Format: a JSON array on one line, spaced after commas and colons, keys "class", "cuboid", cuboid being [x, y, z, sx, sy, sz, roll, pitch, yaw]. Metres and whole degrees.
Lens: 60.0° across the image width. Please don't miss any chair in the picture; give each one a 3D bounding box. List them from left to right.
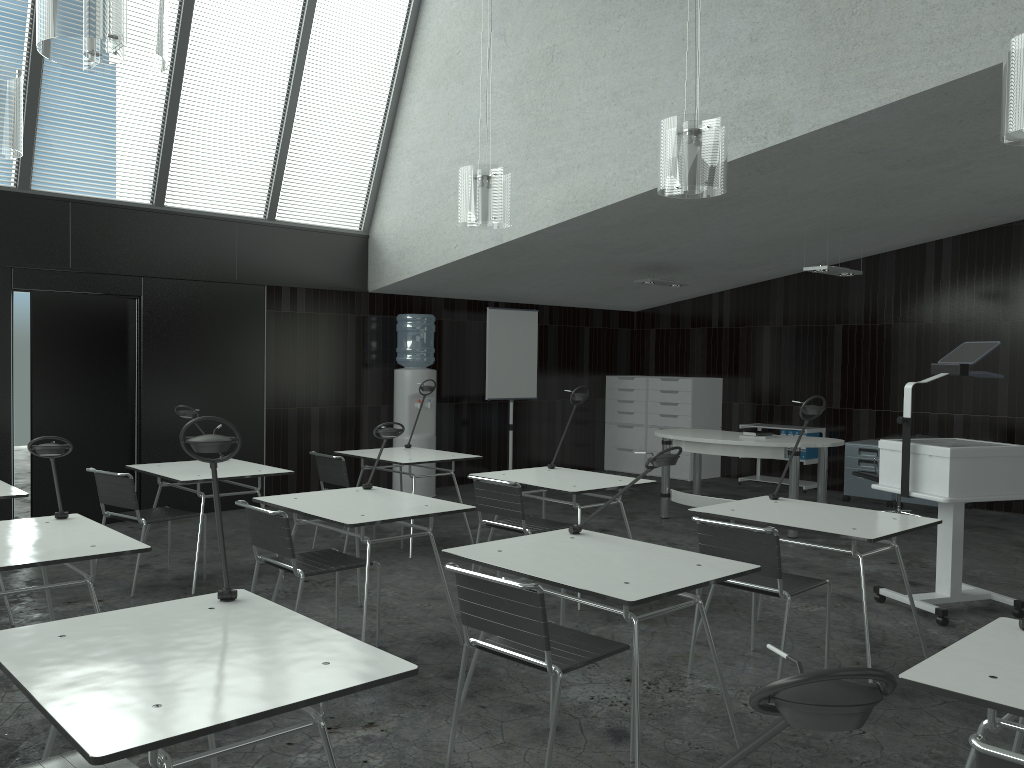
[{"class": "chair", "cuboid": [-1.011, 1.035, 1.856, 0.428, 0.765, 0.555, 2, 2, 43]}, {"class": "chair", "cuboid": [-2.142, 0.919, 5.203, 0.428, 0.765, 0.555, 2, 2, 35]}, {"class": "chair", "cuboid": [-0.935, 0.970, 4.058, 0.555, 0.765, 0.428, -1, 2, -42]}, {"class": "chair", "cuboid": [-1.088, 0.904, 6.184, 0.555, 0.765, 0.428, -1, 2, -41]}, {"class": "chair", "cuboid": [0.060, 0.954, 5.047, 0.555, 0.765, 0.428, -1, 2, -43]}, {"class": "chair", "cuboid": [0.094, 1.019, 2.894, 0.428, 0.765, 0.555, 2, 2, 44]}, {"class": "chair", "cuboid": [1.066, 1.006, 3.808, 0.555, 0.765, 0.428, -1, 2, -45]}, {"class": "chair", "cuboid": [3.263, 0.899, 7.490, 0.587, 0.825, 0.560, 1, 2, -4]}, {"class": "chair", "cuboid": [1.109, 1.072, 1.611, 0.555, 0.765, 0.428, -1, 2, -44]}]

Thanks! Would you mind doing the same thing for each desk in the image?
[{"class": "desk", "cuboid": [-2.947, 0.653, 4.494, 0.700, 1.321, 0.900, -1, 2, -41]}, {"class": "desk", "cuboid": [-1.859, 0.787, 3.308, 0.700, 1.153, 0.900, -1, 2, -42]}, {"class": "desk", "cuboid": [-0.764, 0.755, 2.088, 0.700, 1.321, 0.900, -1, 2, -42]}, {"class": "desk", "cuboid": [-1.877, 0.722, 5.482, 0.700, 1.153, 0.900, -1, 2, -42]}, {"class": "desk", "cuboid": [-0.722, 0.775, 4.263, 0.700, 1.153, 0.900, -1, 2, -42]}, {"class": "desk", "cuboid": [-0.763, 0.625, 6.451, 0.700, 1.321, 0.900, -1, 2, -42]}, {"class": "desk", "cuboid": [0.290, 0.676, 5.258, 0.700, 1.321, 0.900, -1, 2, -41]}, {"class": "desk", "cuboid": [0.295, 0.823, 3.126, 0.700, 1.153, 0.900, -1, 2, -42]}, {"class": "desk", "cuboid": [1.865, 0.888, 7.343, 1.600, 0.818, 0.910, 2, 2, 42]}, {"class": "desk", "cuboid": [0.308, 0.888, 0.951, 0.700, 1.153, 0.900, -1, 2, -42]}, {"class": "desk", "cuboid": [1.379, 0.726, 4.084, 0.700, 1.321, 0.900, -1, 2, -42]}, {"class": "desk", "cuboid": [1.415, 0.792, 1.894, 0.700, 1.321, 0.900, -1, 2, -44]}]

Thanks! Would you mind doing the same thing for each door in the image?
[{"class": "door", "cuboid": [-3.305, 0.228, 6.823, 0.940, 2.020, 0.365, -1, 2, -42]}]

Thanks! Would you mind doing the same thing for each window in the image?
[{"class": "window", "cuboid": [-5.795, -3.054, 3.786, 12.775, 3.101, 1.144, -1, 2, -42]}]

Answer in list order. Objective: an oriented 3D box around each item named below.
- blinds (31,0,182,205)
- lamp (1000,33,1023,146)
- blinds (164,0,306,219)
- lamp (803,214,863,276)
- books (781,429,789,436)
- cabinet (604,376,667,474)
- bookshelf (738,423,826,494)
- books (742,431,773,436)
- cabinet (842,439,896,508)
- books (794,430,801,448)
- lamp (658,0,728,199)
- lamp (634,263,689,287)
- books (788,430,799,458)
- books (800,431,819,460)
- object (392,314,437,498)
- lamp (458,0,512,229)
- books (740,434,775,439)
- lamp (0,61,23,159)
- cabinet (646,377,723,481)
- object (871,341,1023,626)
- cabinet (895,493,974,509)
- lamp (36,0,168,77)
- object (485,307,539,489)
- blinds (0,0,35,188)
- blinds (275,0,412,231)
[{"class": "blinds", "cuboid": [-2.861, -3.059, 6.438, 0.889, 2.949, 1.094, -1, 2, -42]}, {"class": "lamp", "cuboid": [2.099, -1.948, 3.398, 0.359, 1.761, 0.350, -1, 2, -42]}, {"class": "blinds", "cuboid": [-2.127, -3.085, 7.101, 0.889, 2.982, 1.106, -1, 2, -42]}, {"class": "lamp", "cuboid": [2.704, -2.817, 7.338, 0.600, 3.595, 0.212, -1, 2, -42]}, {"class": "books", "cuboid": [2.973, 0.703, 9.502, 0.262, 0.320, 0.072, -1, 2, -42]}, {"class": "cabinet", "cuboid": [1.579, 0.541, 10.879, 0.587, 1.292, 0.639, -1, 2, -42]}, {"class": "bookshelf", "cuboid": [2.903, 0.875, 9.569, 0.403, 0.739, 0.817, -1, 2, -42]}, {"class": "books", "cuboid": [2.002, 0.449, 7.240, 0.183, 0.032, 0.164, 0, 2, -29]}, {"class": "cabinet", "cuboid": [3.606, 0.960, 8.669, 0.598, 0.648, 0.502, -1, 2, -43]}, {"class": "books", "cuboid": [3.081, 0.708, 9.383, 0.262, 0.320, 0.072, -1, 2, -42]}, {"class": "lamp", "cuboid": [0.963, -2.274, 4.634, 0.359, 2.307, 0.350, -1, 2, -42]}, {"class": "lamp", "cuboid": [1.498, -2.874, 8.654, 0.600, 3.595, 0.212, -1, 2, -42]}, {"class": "books", "cuboid": [3.031, 0.705, 9.438, 0.262, 0.320, 0.072, -1, 2, -42]}, {"class": "books", "cuboid": [3.132, 0.710, 9.328, 0.262, 0.320, 0.072, -1, 2, -42]}, {"class": "object", "cuboid": [-0.948, 0.234, 8.668, 0.436, 1.967, 0.436, 2, 2, 37]}, {"class": "lamp", "cuboid": [-0.163, -2.597, 5.858, 0.359, 2.848, 0.350, -1, 2, -42]}, {"class": "books", "cuboid": [2.016, 0.473, 7.284, 0.210, 0.021, 0.297, 2, 2, 31]}, {"class": "lamp", "cuboid": [-2.340, -2.569, 3.864, 0.359, 2.848, 0.350, -1, 2, -42]}, {"class": "cabinet", "cuboid": [2.017, 0.561, 10.402, 0.587, 1.292, 0.639, -1, 2, -42]}, {"class": "object", "cuboid": [2.375, 0.558, 4.839, 0.680, 1.639, 0.559, 0, 2, -19]}, {"class": "cabinet", "cuboid": [3.954, 0.976, 8.290, 0.598, 0.648, 0.502, -1, 2, -43]}, {"class": "lamp", "cuboid": [-1.214, -2.245, 2.640, 0.359, 2.307, 0.350, -1, 2, -42]}, {"class": "object", "cuboid": [-0.011, 0.163, 9.391, 0.560, 2.091, 0.553, 1, 2, 11]}, {"class": "blinds", "cuboid": [-3.588, -3.049, 5.771, 0.889, 2.949, 1.094, -1, 2, -42]}, {"class": "blinds", "cuboid": [-1.398, -3.094, 7.769, 0.889, 2.982, 1.106, -1, 2, -42]}]
